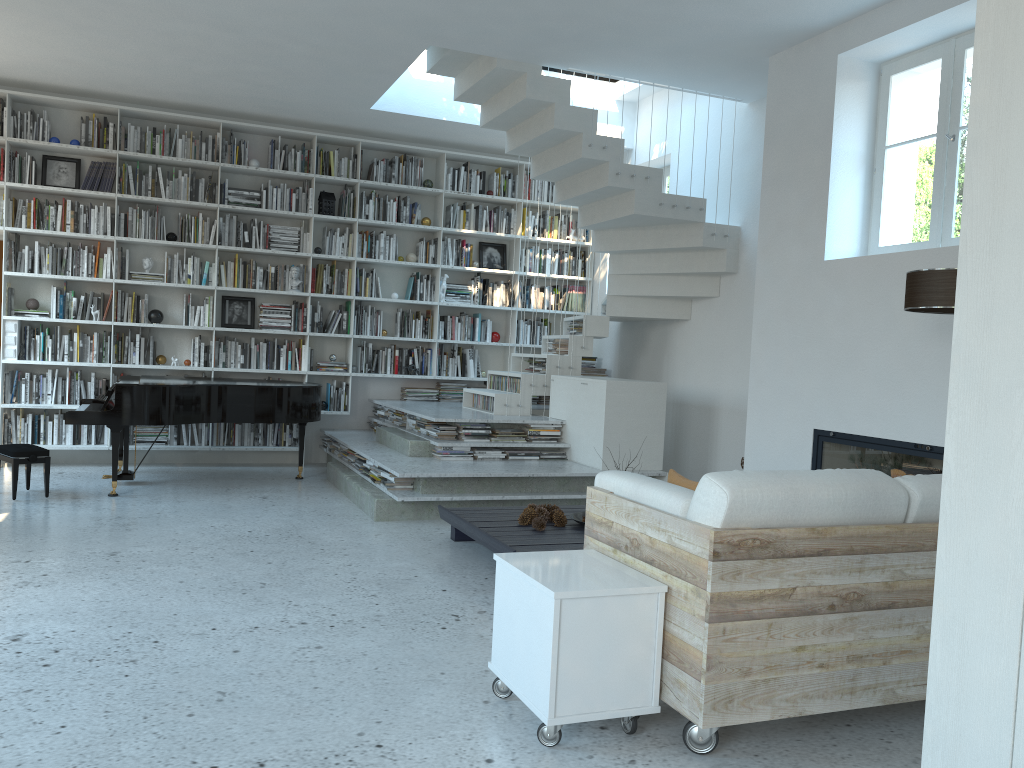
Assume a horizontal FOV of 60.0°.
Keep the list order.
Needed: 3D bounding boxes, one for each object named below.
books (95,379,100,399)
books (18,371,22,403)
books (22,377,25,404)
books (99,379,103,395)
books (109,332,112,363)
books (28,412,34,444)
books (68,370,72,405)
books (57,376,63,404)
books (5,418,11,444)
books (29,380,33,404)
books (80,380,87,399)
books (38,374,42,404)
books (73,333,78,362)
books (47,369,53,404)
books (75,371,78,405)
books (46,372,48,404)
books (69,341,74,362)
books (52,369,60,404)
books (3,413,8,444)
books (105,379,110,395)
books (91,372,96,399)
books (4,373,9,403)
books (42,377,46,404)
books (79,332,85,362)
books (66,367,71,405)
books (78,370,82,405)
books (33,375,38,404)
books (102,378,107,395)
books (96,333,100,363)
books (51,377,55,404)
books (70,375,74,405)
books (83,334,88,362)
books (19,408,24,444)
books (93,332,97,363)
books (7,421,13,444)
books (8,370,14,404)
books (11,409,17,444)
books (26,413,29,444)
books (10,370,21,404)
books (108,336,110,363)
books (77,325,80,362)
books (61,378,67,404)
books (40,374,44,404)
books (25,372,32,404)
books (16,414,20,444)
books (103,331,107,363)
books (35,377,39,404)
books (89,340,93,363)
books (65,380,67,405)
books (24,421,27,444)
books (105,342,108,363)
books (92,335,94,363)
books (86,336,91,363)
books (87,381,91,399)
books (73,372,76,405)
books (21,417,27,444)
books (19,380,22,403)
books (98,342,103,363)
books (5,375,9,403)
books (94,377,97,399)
[{"bbox_3d":[-3.682,0.070,7.884,0.030,0.227,0.140,2,3,-22],"label":"books"},{"bbox_3d":[-4.243,0.027,7.646,0.010,0.274,0.150,2,3,-22],"label":"books"},{"bbox_3d":[-4.199,0.055,7.643,0.022,0.221,0.187,2,3,-22],"label":"books"},{"bbox_3d":[-3.641,0.072,7.855,0.023,0.228,0.190,2,3,-22],"label":"books"},{"bbox_3d":[-3.569,-0.326,7.898,0.024,0.280,0.135,2,3,-22],"label":"books"},{"bbox_3d":[-4.166,0.384,7.682,0.023,0.266,0.177,2,3,-22],"label":"books"},{"bbox_3d":[-3.877,0.029,7.777,0.012,0.295,0.176,2,3,-22],"label":"books"},{"bbox_3d":[-3.955,0.054,7.766,0.031,0.239,0.132,2,3,-22],"label":"books"},{"bbox_3d":[-4.341,0.402,7.634,0.023,0.216,0.158,2,3,-22],"label":"books"},{"bbox_3d":[-4.160,0.066,7.689,0.025,0.200,0.137,2,3,-22],"label":"books"},{"bbox_3d":[-3.777,0.072,7.827,0.059,0.216,0.177,2,3,-22],"label":"books"},{"bbox_3d":[-4.085,0.041,7.688,0.013,0.257,0.189,2,3,-22],"label":"books"},{"bbox_3d":[-3.823,-0.321,7.778,0.026,0.254,0.176,2,3,-22],"label":"books"},{"bbox_3d":[-4.026,0.021,7.732,0.027,0.300,0.142,2,3,-22],"label":"books"},{"bbox_3d":[-3.826,0.033,7.807,0.022,0.291,0.137,2,3,-22],"label":"books"},{"bbox_3d":[-4.048,0.033,7.732,0.013,0.274,0.146,2,3,-22],"label":"books"},{"bbox_3d":[-3.847,-0.285,7.760,0.029,0.181,0.190,2,3,-22],"label":"books"},{"bbox_3d":[-3.978,0.020,7.732,0.039,0.307,0.172,2,3,-22],"label":"books"},{"bbox_3d":[-4.357,0.382,7.626,0.012,0.254,0.160,2,3,-22],"label":"books"},{"bbox_3d":[-3.602,0.071,7.899,0.030,0.231,0.151,2,3,-22],"label":"books"},{"bbox_3d":[-3.713,0.039,7.860,0.025,0.288,0.130,2,3,-22],"label":"books"},{"bbox_3d":[-4.339,0.033,7.610,0.012,0.254,0.160,2,3,-22],"label":"books"},{"bbox_3d":[-4.061,0.056,7.707,0.028,0.229,0.157,2,3,-22],"label":"books"},{"bbox_3d":[-3.777,-0.322,7.785,0.028,0.261,0.181,2,3,-22],"label":"books"},{"bbox_3d":[-3.885,0.014,7.764,0.014,0.325,0.170,2,3,-22],"label":"books"},{"bbox_3d":[-3.808,0.029,7.809,0.013,0.301,0.172,2,3,-22],"label":"books"},{"bbox_3d":[-4.139,0.043,7.700,0.022,0.248,0.133,2,3,-22],"label":"books"},{"bbox_3d":[-3.632,0.067,7.897,0.026,0.236,0.140,2,3,-22],"label":"books"},{"bbox_3d":[-3.665,-0.319,7.851,0.013,0.260,0.142,2,3,-22],"label":"books"},{"bbox_3d":[-4.011,0.055,7.743,0.012,0.233,0.148,2,3,-22],"label":"books"},{"bbox_3d":[-3.866,0.050,7.803,0.029,0.254,0.152,2,3,-22],"label":"books"},{"bbox_3d":[-3.753,-0.316,7.800,0.028,0.249,0.158,2,3,-22],"label":"books"},{"bbox_3d":[-4.237,0.355,7.664,0.011,0.319,0.157,2,3,-22],"label":"books"},{"bbox_3d":[-3.674,-0.321,7.827,0.021,0.265,0.185,2,3,-22],"label":"books"},{"bbox_3d":[-4.308,0.417,7.619,0.029,0.190,0.176,2,3,-22],"label":"books"},{"bbox_3d":[-4.290,0.024,7.596,0.011,0.277,0.189,2,3,-22],"label":"books"},{"bbox_3d":[-4.284,0.365,7.642,0.044,0.294,0.181,2,3,-22],"label":"books"},{"bbox_3d":[-4.180,0.386,7.670,0.013,0.262,0.174,2,3,-22],"label":"books"},{"bbox_3d":[-4.264,0.022,7.616,0.052,0.284,0.172,2,3,-22],"label":"books"},{"bbox_3d":[-3.577,-0.305,7.873,0.010,0.240,0.174,2,3,-22],"label":"books"},{"bbox_3d":[-3.801,-0.355,7.782,0.021,0.323,0.171,2,3,-22],"label":"books"},{"bbox_3d":[-3.927,0.062,7.773,0.028,0.225,0.134,2,3,-22],"label":"books"},{"bbox_3d":[-4.073,0.044,7.688,0.010,0.252,0.177,2,3,-22],"label":"books"},{"bbox_3d":[-4.176,0.033,7.657,0.029,0.266,0.171,2,3,-22],"label":"books"},{"bbox_3d":[-4.256,0.390,7.662,0.024,0.246,0.143,2,3,-22],"label":"books"},{"bbox_3d":[-3.607,-0.329,7.852,0.014,0.286,0.179,2,3,-22],"label":"books"},{"bbox_3d":[-4.104,0.058,7.679,0.028,0.223,0.188,2,3,-22],"label":"books"},{"bbox_3d":[-3.714,-0.288,7.837,0.023,0.194,0.140,2,3,-22],"label":"books"},{"bbox_3d":[-3.908,0.071,7.781,0.013,0.209,0.154,2,3,-22],"label":"books"},{"bbox_3d":[-4.205,0.422,7.683,0.022,0.186,0.145,2,3,-22],"label":"books"},{"bbox_3d":[-3.604,-0.280,7.892,0.023,0.187,0.130,2,3,-22],"label":"books"},{"bbox_3d":[-3.695,-0.313,7.837,0.010,0.246,0.160,2,3,-22],"label":"books"},{"bbox_3d":[-3.734,-0.306,7.824,0.025,0.229,0.153,2,3,-22],"label":"books"},{"bbox_3d":[-3.743,0.079,7.860,0.030,0.203,0.141,2,3,-22],"label":"books"},{"bbox_3d":[-3.847,0.035,7.812,0.013,0.284,0.139,2,3,-22],"label":"books"},{"bbox_3d":[-4.222,0.401,7.667,0.022,0.226,0.154,2,3,-22],"label":"books"},{"bbox_3d":[-4.229,0.065,7.655,0.024,0.198,0.148,2,3,-22],"label":"books"},{"bbox_3d":[-3.642,-0.279,7.862,0.041,0.181,0.141,2,3,-22],"label":"books"},{"bbox_3d":[-4.315,0.042,7.605,0.029,0.239,0.154,2,3,-22],"label":"books"},{"bbox_3d":[-3.688,0.065,7.844,0.011,0.240,0.174,2,3,-22],"label":"books"}]
